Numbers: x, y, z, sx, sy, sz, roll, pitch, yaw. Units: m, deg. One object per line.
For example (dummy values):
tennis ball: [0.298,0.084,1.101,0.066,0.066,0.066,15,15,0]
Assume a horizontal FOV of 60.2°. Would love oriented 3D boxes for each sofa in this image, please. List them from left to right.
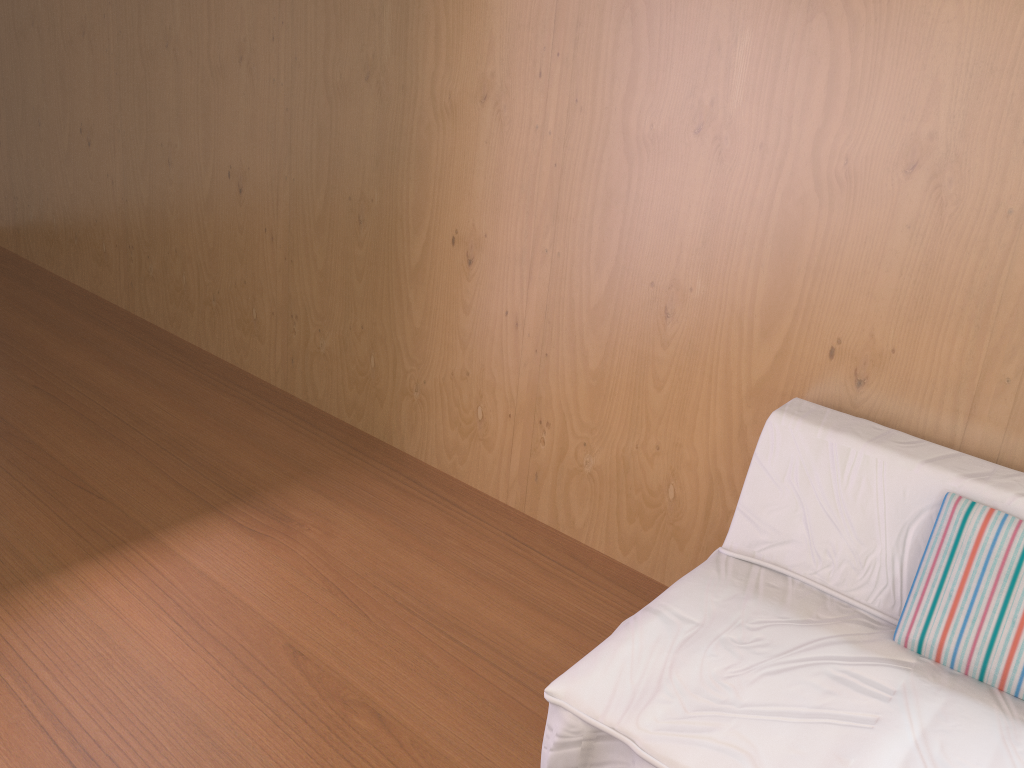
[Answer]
sofa: [1.206,0.767,1.020,2.384,0.614,0.873,22,26,35]

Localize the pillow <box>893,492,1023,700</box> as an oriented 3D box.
pillow: [1.121,0.487,1.269,1.054,0.246,0.173,22,25,35]
